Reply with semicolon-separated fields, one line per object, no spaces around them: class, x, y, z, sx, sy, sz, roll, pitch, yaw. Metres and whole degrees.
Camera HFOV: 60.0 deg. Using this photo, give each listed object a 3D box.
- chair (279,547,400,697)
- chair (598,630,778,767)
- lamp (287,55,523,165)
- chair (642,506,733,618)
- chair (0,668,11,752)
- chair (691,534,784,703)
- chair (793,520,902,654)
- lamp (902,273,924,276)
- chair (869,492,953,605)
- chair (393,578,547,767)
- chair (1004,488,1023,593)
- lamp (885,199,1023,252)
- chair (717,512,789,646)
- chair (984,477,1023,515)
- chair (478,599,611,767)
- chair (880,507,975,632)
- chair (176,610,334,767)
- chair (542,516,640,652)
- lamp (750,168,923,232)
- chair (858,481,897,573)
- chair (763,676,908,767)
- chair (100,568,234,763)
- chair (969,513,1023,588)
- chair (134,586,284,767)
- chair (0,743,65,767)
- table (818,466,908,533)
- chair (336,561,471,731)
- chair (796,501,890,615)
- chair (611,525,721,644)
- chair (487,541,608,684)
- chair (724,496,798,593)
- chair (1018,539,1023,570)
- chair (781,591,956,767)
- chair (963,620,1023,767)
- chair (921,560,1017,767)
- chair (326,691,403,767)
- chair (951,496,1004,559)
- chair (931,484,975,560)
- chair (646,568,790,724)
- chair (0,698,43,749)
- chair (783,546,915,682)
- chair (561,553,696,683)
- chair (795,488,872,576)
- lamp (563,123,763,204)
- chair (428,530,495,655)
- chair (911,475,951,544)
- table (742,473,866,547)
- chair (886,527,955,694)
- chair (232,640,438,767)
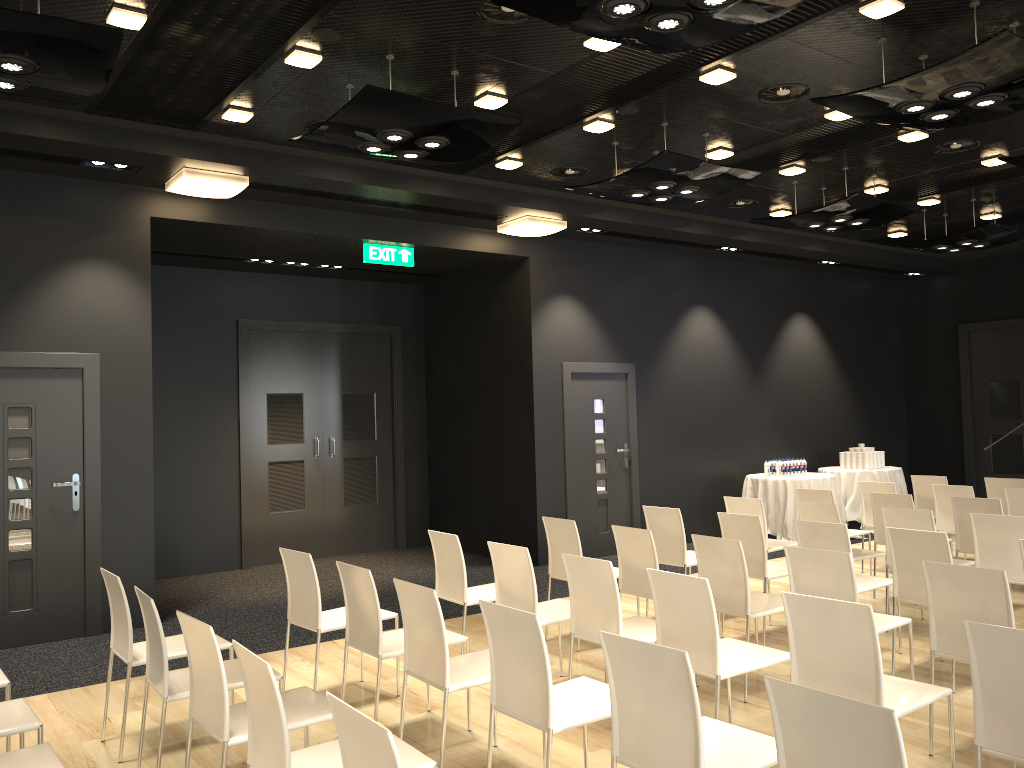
chair;-0.991;1.358;5.063;0.548;0.872;0.420;0;-3;-40
chair;0.616;1.228;2.890;0.548;0.872;0.420;0;-3;-39
lamp;-0.675;-1.665;5.451;1.097;0.436;1.097;0;-3;-36
chair;1.333;1.357;6.782;0.548;0.872;0.420;0;-3;-38
chair;-2.562;1.359;3.924;0.548;0.872;0.420;0;-3;-37
chair;1.370;1.291;5.092;0.548;0.872;0.420;0;-3;-33
chair;2.128;1.291;5.648;0.548;0.872;0.420;0;-3;-38
lamp;5.947;-1.632;13.109;0.389;0.028;0.166;0;-3;-36
chair;3.292;1.322;7.325;0.548;0.872;0.420;0;-3;-35
chair;-0.195;1.292;3.944;0.548;0.872;0.420;0;-3;-35
chair;4.433;1.291;7.377;0.548;0.872;0.420;0;-3;-35
lamp;4.767;-1.668;9.445;1.097;0.436;1.097;0;-3;-36
chair;1.771;1.322;6.185;0.548;0.872;0.420;0;-3;-34
chair;4.856;1.321;8.473;0.548;0.872;0.420;0;-3;-34
chair;0.206;1.261;3.431;0.548;0.872;0.420;0;-3;-36
chair;2.926;1.290;6.234;0.548;0.872;0.420;0;-3;-37
chair;-0.951;1.293;3.402;0.548;0.872;0.420;0;-3;-38
chair;0.547;1.358;6.230;0.548;0.872;0.420;0;-3;-34
lamp;2.953;-1.667;8.113;1.097;0.436;1.097;0;-3;-36
chair;3.648;1.356;8.480;0.548;0.872;0.420;0;-3;-36
chair;1.000;1.196;2.333;0.548;0.872;0.420;0;-3;-36
chair;-1.752;1.358;4.493;0.548;0.872;0.420;0;-3;-37
chair;3.294;1.261;5.733;0.548;0.872;0.420;0;-3;-37
chair;-1.345;1.324;3.923;0.548;0.872;0.420;0;-3;-33
chair;-1.735;1.292;2.814;0.548;0.872;0.420;0;-3;-37
table;4.590;1.511;11.642;1.330;0.809;1.325;-4;-3;43
chair;-0.557;1.323;4.489;0.548;0.872;0.420;0;-3;-36
chair;2.510;1.322;6.751;0.548;0.872;0.420;0;-3;-32
chair;0.969;1.323;5.621;0.548;0.872;0.420;0;-3;-33
chair;0.195;1.323;5.053;0.548;0.872;0.420;0;-3;-37
chair;2.086;1.357;7.346;0.548;0.872;0.420;0;-3;-39
chair;2.946;1.225;4.550;0.548;0.872;0.420;0;-3;-34
chair;1.372;1.227;3.432;0.548;0.872;0.420;0;-3;-39
chair;1.800;1.194;2.883;0.548;0.872;0.420;0;-3;-38
chair;2.190;1.226;4.008;0.548;0.872;0.420;0;-3;-35
chair;-0.149;1.227;2.292;0.548;0.872;0.420;0;-3;-34
chair;3.708;1.290;6.808;0.548;0.872;0.420;0;-3;-36
chair;4.082;1.321;7.905;0.548;0.872;0.420;0;-3;-34
chair;0.947;1.262;4.011;0.548;0.872;0.420;0;-3;-35
chair;-2.114;1.324;3.347;0.548;0.872;0.420;0;-3;-38
chair;1.737;1.261;4.591;0.548;0.872;0.420;0;-3;-40
chair;0.590;1.292;4.532;0.548;0.872;0.420;0;-3;-36
chair;2.860;1.357;7.914;0.548;0.872;0.420;0;-3;-38
lamp;1.139;-1.666;6.782;1.097;0.436;1.097;0;-3;-36
chair;-0.201;1.357;5.644;0.548;0.872;0.420;0;-3;-34
chair;4.408;1.356;9.050;0.548;0.872;0.420;0;-3;-36
table;3.359;1.512;10.764;1.330;0.809;1.325;0;-3;-37
chair;2.517;1.260;5.151;0.548;0.872;0.420;0;-3;-33
chair;-0.580;1.262;2.879;0.548;0.872;0.420;0;-3;-33
